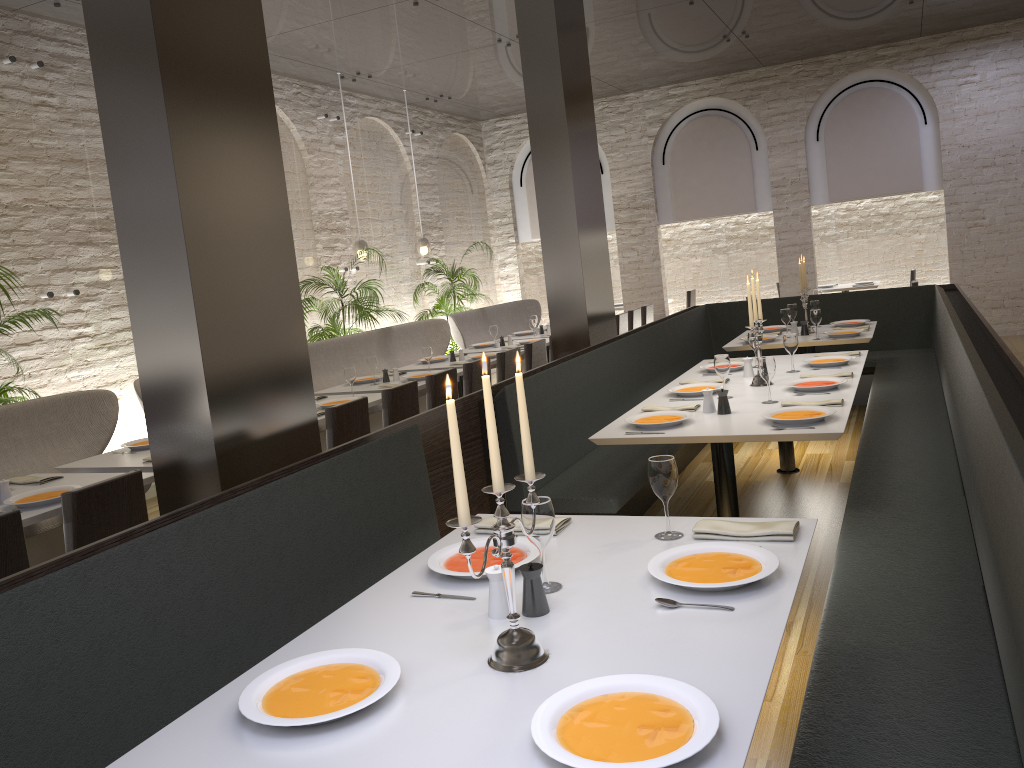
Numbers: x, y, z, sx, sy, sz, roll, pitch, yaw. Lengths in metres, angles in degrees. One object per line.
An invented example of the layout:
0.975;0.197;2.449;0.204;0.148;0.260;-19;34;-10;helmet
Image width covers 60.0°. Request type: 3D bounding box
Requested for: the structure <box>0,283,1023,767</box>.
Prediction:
0.770;0.529;3.559;2.369;0.997;10.805;-3;8;24;structure

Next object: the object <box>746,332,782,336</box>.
2.129;-0.418;7.476;0.272;0.033;0.143;-3;8;24;object

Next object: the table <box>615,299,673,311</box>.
2.003;-0.885;14.041;0.935;0.757;1.016;-3;7;25;table

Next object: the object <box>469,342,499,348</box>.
-0.293;-0.413;9.457;0.322;0.036;0.322;-10;8;-28;object

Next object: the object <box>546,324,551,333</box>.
0.425;-0.647;10.302;0.059;0.109;0.059;-10;7;-30;object

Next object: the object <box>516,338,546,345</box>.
0.194;-0.439;9.233;0.322;0.036;0.322;-10;8;-28;object

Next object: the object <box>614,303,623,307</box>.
1.712;-1.261;14.117;0.322;0.036;0.322;-11;9;-30;object

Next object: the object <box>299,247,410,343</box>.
-1.724;-0.438;9.340;1.148;1.967;1.190;-9;6;-24;object

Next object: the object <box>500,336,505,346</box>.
-0.103;-0.452;9.290;0.059;0.109;0.059;-10;7;-30;object

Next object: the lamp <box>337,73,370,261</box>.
-1.759;-2.359;9.677;0.177;2.033;0.178;-6;5;4;lamp

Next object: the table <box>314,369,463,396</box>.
-0.927;0.345;7.307;0.935;0.757;1.016;-3;7;25;table

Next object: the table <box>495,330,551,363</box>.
0.444;-0.220;10.380;0.935;0.757;1.016;-3;7;25;table

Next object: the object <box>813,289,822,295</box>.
3.142;-0.854;9.087;0.086;0.230;0.086;-10;7;-35;object

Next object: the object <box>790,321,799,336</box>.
2.300;-0.452;7.215;0.069;0.126;0.069;-9;6;-23;object

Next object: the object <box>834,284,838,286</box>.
4.682;-1.461;13.135;0.272;0.033;0.143;-3;8;24;object

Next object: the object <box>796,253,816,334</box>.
2.393;-0.741;7.252;0.131;0.654;0.392;-3;7;35;object

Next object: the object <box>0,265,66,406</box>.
-3.387;0.248;5.606;1.192;1.967;1.146;-11;7;-34;object

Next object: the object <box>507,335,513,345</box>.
-0.021;-0.463;9.303;0.059;0.109;0.059;-10;7;-30;object

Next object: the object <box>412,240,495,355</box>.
-0.714;-0.849;11.565;1.144;1.967;1.193;-6;6;5;object

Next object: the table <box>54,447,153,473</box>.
-1.866;0.732;5.201;0.935;0.757;1.016;-3;7;25;table

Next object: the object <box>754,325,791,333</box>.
2.278;-0.478;7.745;0.321;0.036;0.323;-4;8;20;object

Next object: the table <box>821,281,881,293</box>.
4.819;-1.034;12.756;0.935;0.757;1.016;-3;7;25;table

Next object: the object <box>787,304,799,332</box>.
2.394;-0.565;7.549;0.087;0.230;0.086;-10;6;-29;object

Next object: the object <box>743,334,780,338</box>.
2.067;-0.392;7.336;0.272;0.033;0.143;-3;8;24;object

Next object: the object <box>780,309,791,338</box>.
2.210;-0.489;7.138;0.087;0.230;0.086;-10;6;-29;object

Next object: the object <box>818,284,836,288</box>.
4.527;-1.410;12.832;0.322;0.036;0.322;-11;9;-30;object

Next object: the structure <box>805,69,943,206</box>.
4.729;-3.293;11.688;1.632;1.668;0.098;-4;6;25;structure

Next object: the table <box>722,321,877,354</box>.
2.434;-0.039;7.320;1.099;0.757;1.194;-3;8;25;table

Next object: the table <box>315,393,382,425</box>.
-1.396;0.538;6.255;0.935;0.757;1.016;-3;7;25;table

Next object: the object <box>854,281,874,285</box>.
5.015;-1.436;12.608;0.322;0.036;0.322;-11;9;-30;object

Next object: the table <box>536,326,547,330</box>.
0.905;-0.410;11.412;0.935;0.757;1.016;-3;7;25;table

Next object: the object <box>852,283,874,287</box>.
4.869;-1.369;12.283;0.272;0.033;0.143;-3;8;24;object

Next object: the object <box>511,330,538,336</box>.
0.152;-0.597;10.456;0.322;0.036;0.322;-10;8;-28;object

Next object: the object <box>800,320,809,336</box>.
2.363;-0.452;7.160;0.069;0.126;0.069;-9;6;-23;object

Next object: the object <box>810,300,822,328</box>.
2.622;-0.604;7.650;0.086;0.230;0.086;-7;6;-5;object

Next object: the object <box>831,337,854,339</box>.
2.476;-0.346;6.643;0.181;0.015;0.038;-3;8;26;object

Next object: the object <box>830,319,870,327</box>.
2.853;-0.508;7.481;0.322;0.036;0.322;-9;8;-17;object

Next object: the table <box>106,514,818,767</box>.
-0.087;1.000;1.667;1.099;0.757;2.552;-3;8;25;table

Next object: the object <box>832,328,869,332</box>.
2.689;-0.424;7.045;0.272;0.033;0.143;-3;8;24;object

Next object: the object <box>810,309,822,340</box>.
2.327;-0.453;6.771;0.087;0.230;0.086;-10;6;-29;object

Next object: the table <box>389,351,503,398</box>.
-0.453;0.150;8.368;0.935;0.757;1.016;-3;7;25;table

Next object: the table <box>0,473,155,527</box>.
-2.324;0.920;4.175;0.935;0.757;1.016;-3;7;25;table

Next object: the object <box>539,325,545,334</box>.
0.342;-0.636;10.290;0.059;0.109;0.059;-10;7;-30;object

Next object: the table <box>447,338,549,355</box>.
-0.002;-0.036;9.380;0.935;0.757;1.016;-3;7;25;table

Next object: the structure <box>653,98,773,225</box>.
2.804;-3.191;12.567;1.632;1.668;0.098;-4;6;25;structure

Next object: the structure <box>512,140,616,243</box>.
0.752;-3.082;13.503;1.632;1.668;0.098;-4;6;25;structure

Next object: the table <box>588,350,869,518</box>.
1.401;0.386;5.004;1.099;0.757;2.552;-3;8;25;table

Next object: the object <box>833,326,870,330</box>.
2.752;-0.450;7.185;0.272;0.033;0.143;-3;8;24;object

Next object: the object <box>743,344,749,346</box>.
1.887;-0.308;6.887;0.185;0.010;0.017;-3;8;25;object

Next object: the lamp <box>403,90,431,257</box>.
-1.198;-2.590;10.934;0.177;2.033;0.178;-6;5;4;lamp
